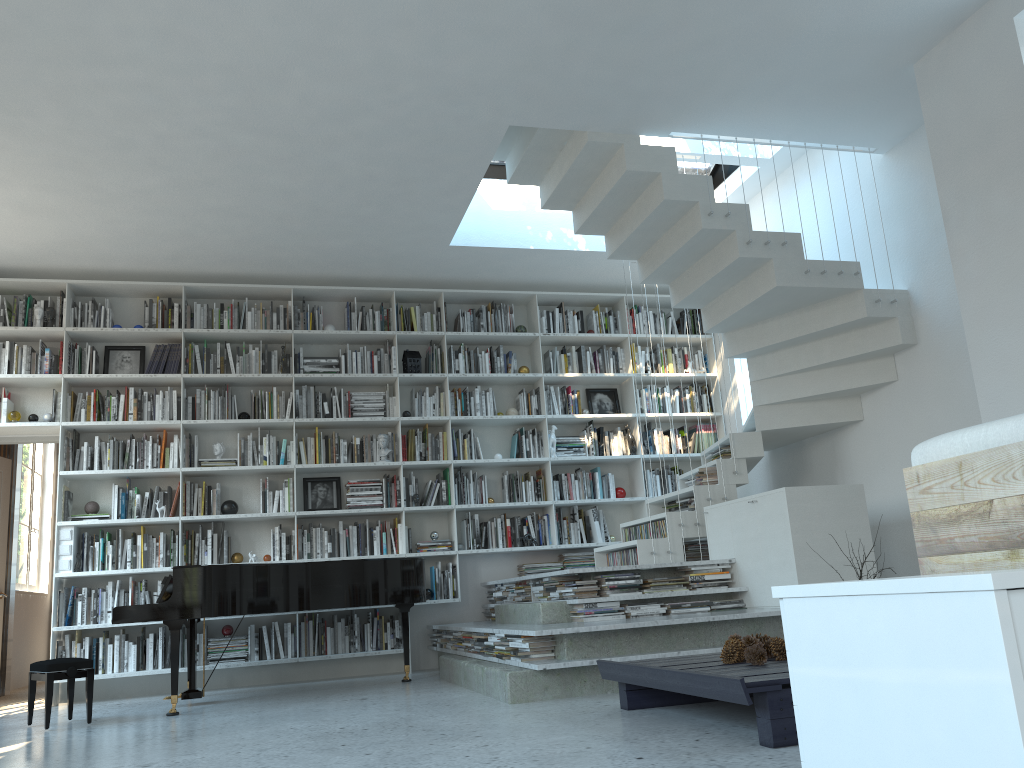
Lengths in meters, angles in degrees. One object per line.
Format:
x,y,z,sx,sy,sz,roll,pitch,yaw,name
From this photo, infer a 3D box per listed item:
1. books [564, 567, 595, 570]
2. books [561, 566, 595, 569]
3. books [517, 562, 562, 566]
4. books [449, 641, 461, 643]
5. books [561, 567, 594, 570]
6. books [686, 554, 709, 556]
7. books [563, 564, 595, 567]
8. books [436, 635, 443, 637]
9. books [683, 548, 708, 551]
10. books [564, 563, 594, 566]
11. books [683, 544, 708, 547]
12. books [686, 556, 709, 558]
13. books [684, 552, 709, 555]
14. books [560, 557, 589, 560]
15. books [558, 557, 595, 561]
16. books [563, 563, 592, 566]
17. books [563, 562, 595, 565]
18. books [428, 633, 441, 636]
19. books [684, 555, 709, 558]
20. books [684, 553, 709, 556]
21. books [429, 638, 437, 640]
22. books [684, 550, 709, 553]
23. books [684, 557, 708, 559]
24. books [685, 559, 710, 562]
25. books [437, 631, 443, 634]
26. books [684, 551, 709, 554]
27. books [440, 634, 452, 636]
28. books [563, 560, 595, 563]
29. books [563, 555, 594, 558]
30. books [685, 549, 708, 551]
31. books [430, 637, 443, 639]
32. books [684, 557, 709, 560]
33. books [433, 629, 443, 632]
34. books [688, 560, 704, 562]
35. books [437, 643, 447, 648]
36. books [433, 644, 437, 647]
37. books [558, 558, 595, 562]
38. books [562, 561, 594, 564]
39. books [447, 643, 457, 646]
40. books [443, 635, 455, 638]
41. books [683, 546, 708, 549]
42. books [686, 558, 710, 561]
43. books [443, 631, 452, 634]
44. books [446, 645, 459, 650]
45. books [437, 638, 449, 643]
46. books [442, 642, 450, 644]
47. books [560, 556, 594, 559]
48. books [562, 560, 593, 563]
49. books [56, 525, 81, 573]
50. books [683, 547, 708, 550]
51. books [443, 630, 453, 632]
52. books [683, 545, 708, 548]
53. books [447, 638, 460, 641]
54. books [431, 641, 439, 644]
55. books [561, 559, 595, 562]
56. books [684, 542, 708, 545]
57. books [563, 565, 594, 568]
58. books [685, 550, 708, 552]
0.558,1.579,7.559,0.285,0.007,0.160,-1,-14,-14,books
0.558,1.565,7.557,0.285,0.007,0.160,1,-14,-20,books
0.233,1.518,7.484,0.345,0.007,0.194,-1,-14,-14,books
-0.357,1.874,6.452,0.149,0.007,0.301,0,-14,-16,books
0.558,1.572,7.556,0.254,0.007,0.161,1,-14,-20,books
1.674,1.523,7.883,0.327,0.008,0.208,-2,-14,-10,books
0.558,1.551,7.558,0.285,0.007,0.160,1,-15,-21,books
-0.513,1.991,7.023,0.136,0.013,0.259,0,-14,-18,books
1.668,1.469,7.896,0.285,0.009,0.160,-1,-14,-13,books
0.555,1.547,7.568,0.254,0.007,0.161,-1,-14,-15,books
1.663,1.436,7.911,0.285,0.009,0.160,0,-14,-16,books
1.674,1.539,7.882,0.327,0.008,0.208,-1,-14,-13,books
1.673,1.508,7.886,0.367,0.007,0.206,-1,-14,-12,books
0.553,1.489,7.575,0.254,0.005,0.161,-1,-14,-12,books
0.550,1.494,7.573,0.285,0.005,0.160,1,-14,-20,books
0.554,1.540,7.570,0.285,0.007,0.160,-1,-14,-15,books
0.553,1.534,7.574,0.285,0.007,0.160,0,-14,-16,books
-0.545,1.978,7.017,0.191,0.013,0.244,1,-14,-20,books
1.673,1.532,7.887,0.367,0.007,0.206,-2,-14,-8,books
1.674,1.515,7.882,0.327,0.008,0.208,-2,-14,-11,books
-0.537,2.012,7.011,0.177,0.012,0.279,1,-14,-20,books
1.670,1.496,7.898,0.327,0.008,0.208,-2,-14,-7,books
1.675,1.546,7.881,0.327,0.008,0.208,-2,-14,-9,books
1.675,1.569,7.879,0.367,0.007,0.206,-1,-14,-14,books
-0.512,1.964,7.030,0.133,0.017,0.231,-1,-14,-15,books
1.671,1.503,7.894,0.327,0.008,0.208,-1,-14,-14,books
-0.450,1.904,6.748,0.160,0.009,0.292,-1,-14,-14,books
0.551,1.521,7.571,0.285,0.005,0.160,0,-14,-18,books
0.552,1.478,7.576,0.254,0.005,0.161,1,-15,-21,books
1.669,1.478,7.894,0.254,0.009,0.161,-1,-14,-13,books
-0.535,2.002,7.014,0.188,0.009,0.211,0,-14,-17,books
1.675,1.552,7.876,0.367,0.007,0.206,-1,-14,-12,books
-0.527,1.948,7.030,0.158,0.014,0.235,0,-14,-18,books
1.676,1.576,7.877,0.327,0.008,0.208,-2,-14,-8,books
-0.453,1.979,6.728,0.189,0.030,0.238,0,-14,-16,books
-0.522,2.058,7.004,0.171,0.015,0.242,0,-14,-16,books
0.549,1.506,7.577,0.285,0.005,0.160,0,-14,-17,books
0.550,1.528,7.574,0.254,0.005,0.161,0,-14,-16,books
-0.369,1.885,6.446,0.172,0.014,0.221,-1,-14,-15,books
-0.380,1.833,6.456,0.180,0.015,0.295,0,-14,-18,books
1.665,1.454,7.907,0.285,0.009,0.160,0,-14,-16,books
1.676,1.560,7.875,0.327,0.008,0.208,-1,-14,-12,books
-0.437,1.888,6.756,0.135,0.014,0.298,-1,-14,-15,books
-0.374,1.904,6.439,0.177,0.026,0.231,-1,-14,-13,books
-0.464,1.940,6.735,0.191,0.028,0.213,-1,-14,-12,books
-0.443,1.959,6.736,0.147,0.012,0.206,1,-15,-21,books
0.552,1.484,7.578,0.285,0.005,0.160,1,-14,-19,books
0.550,1.517,7.575,0.254,0.005,0.161,0,-14,-17,books
-3.260,1.227,6.527,0.106,0.339,0.307,0,-14,-16,books
1.668,1.460,7.896,0.254,0.009,0.161,-1,-14,-12,books
-0.443,1.872,6.758,0.137,0.018,0.201,-1,-14,-12,books
1.665,1.444,7.906,0.254,0.009,0.161,0,-14,-17,books
-0.375,1.849,6.453,0.171,0.020,0.194,-1,-14,-12,books
-0.533,2.036,7.006,0.179,0.012,0.262,-1,-14,-13,books
0.549,1.511,7.576,0.285,0.005,0.160,-1,-14,-15,books
1.664,1.426,7.908,0.254,0.009,0.161,-1,-14,-14,books
0.556,1.560,7.565,0.254,0.007,0.161,-1,-14,-15,books
1.672,1.486,7.889,0.327,0.008,0.208,-2,-14,-11,books
